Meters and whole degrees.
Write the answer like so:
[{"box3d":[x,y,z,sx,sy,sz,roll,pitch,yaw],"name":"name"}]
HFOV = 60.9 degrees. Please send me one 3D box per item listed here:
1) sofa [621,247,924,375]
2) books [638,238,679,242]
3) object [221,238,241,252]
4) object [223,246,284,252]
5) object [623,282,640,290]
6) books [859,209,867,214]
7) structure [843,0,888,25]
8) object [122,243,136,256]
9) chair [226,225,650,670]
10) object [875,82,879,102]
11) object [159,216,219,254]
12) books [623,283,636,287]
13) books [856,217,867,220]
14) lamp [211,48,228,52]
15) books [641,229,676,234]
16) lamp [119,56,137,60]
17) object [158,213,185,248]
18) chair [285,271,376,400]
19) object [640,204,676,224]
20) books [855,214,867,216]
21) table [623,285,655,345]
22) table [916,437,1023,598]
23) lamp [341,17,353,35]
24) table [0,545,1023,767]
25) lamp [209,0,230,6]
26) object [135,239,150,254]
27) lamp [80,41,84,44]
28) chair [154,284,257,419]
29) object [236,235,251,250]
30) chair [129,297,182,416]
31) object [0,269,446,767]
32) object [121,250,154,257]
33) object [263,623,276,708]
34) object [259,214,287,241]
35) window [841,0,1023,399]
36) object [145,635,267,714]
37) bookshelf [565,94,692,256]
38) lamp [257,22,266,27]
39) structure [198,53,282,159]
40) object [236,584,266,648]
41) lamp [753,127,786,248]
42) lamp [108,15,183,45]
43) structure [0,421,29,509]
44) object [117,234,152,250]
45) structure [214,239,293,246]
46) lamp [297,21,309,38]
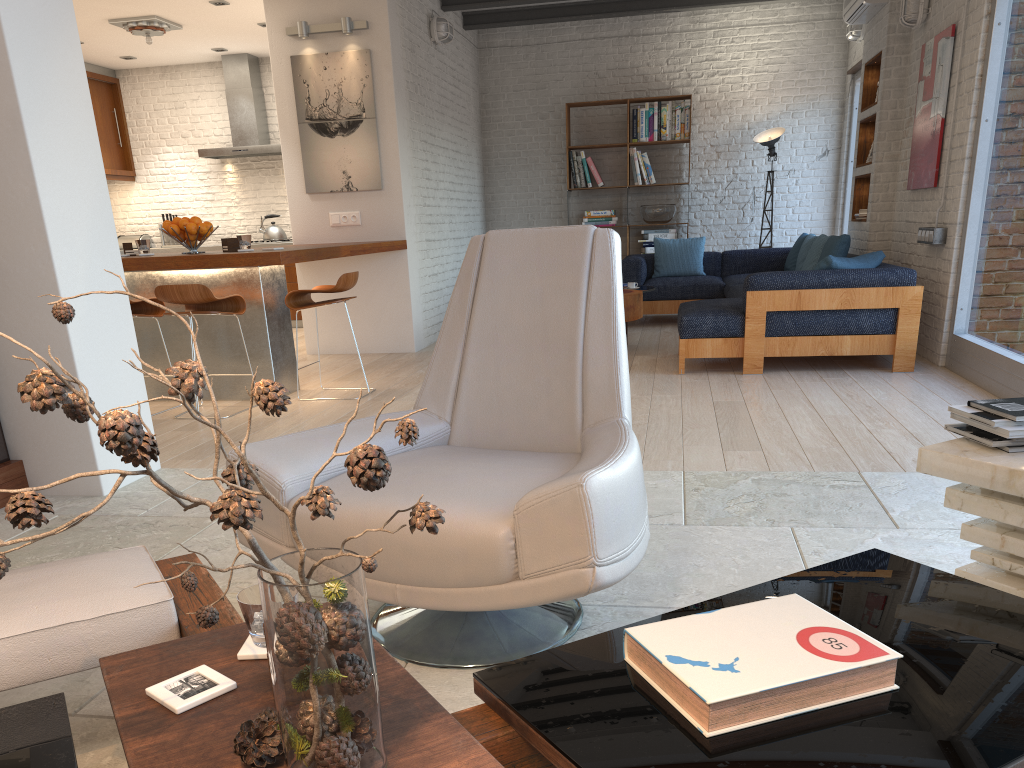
[{"box3d":[1.886,-0.745,7.486,2.079,0.694,3.766,0,11,11],"name":"sofa"},{"box3d":[1.641,-1.611,9.767,0.444,0.022,0.259,-1,11,10],"name":"books"},{"box3d":[-1.769,-0.880,5.512,0.092,0.086,0.111,-12,17,-33],"name":"object"},{"box3d":[-1.649,-0.850,5.458,0.395,0.036,0.189,0,11,14],"name":"object"},{"box3d":[1.058,-0.864,7.716,0.155,0.060,0.258,-2,11,3],"name":"object"},{"box3d":[3.042,-1.476,7.455,0.132,0.035,0.197,2,12,21],"name":"books"},{"box3d":[2.815,-3.070,6.956,0.200,0.230,0.777,0,12,11],"name":"structure"},{"box3d":[-2.433,-0.872,5.637,0.114,0.086,0.089,0,15,10],"name":"object"},{"box3d":[-0.070,0.127,2.319,1.020,1.067,0.931,5,17,26],"name":"chair"},{"box3d":[3.023,-2.408,7.100,0.112,0.255,0.206,4,17,18],"name":"object"},{"box3d":[-2.042,-0.947,5.542,0.362,0.233,0.350,-8,14,-23],"name":"object"},{"box3d":[1.010,-0.918,8.110,0.228,0.024,0.157,-9,12,-30],"name":"books"},{"box3d":[3.036,-1.425,7.480,0.162,0.018,0.241,1,11,21],"name":"books"},{"box3d":[-3.005,-3.450,8.950,0.124,0.058,0.118,0,12,10],"name":"lamp"},{"box3d":[1.643,-1.707,9.746,0.379,0.038,0.233,-1,11,10],"name":"books"},{"box3d":[-4.025,-3.437,9.135,0.124,0.058,0.118,0,12,10],"name":"lamp"},{"box3d":[-3.997,-1.800,10.223,0.321,0.394,0.063,0,19,10],"name":"object"},{"box3d":[-1.156,-0.316,5.631,0.422,0.813,0.383,1,18,10],"name":"chair"},{"box3d":[1.623,-1.887,9.700,0.392,0.212,0.393,-12,16,-37],"name":"object"},{"box3d":[3.040,-1.449,7.458,0.171,0.020,0.225,0,11,13],"name":"books"},{"box3d":[0.661,-0.598,7.627,1.075,0.469,1.748,1,12,16],"name":"table"},{"box3d":[1.263,0.394,1.960,0.487,0.529,0.478,-11,17,-28],"name":"table"},{"box3d":[-1.261,-2.734,6.656,0.078,0.109,0.077,10,21,37],"name":"lamp"},{"box3d":[0.057,0.630,1.192,1.943,0.451,2.133,-9,12,-28],"name":"table"},{"box3d":[-2.400,-3.144,7.145,0.124,0.058,0.118,0,12,10],"name":"lamp"},{"box3d":[-2.336,-0.870,5.527,0.091,0.089,0.086,-1,15,8],"name":"object"},{"box3d":[-4.179,-3.278,8.315,0.124,0.058,0.118,0,12,10],"name":"lamp"},{"box3d":[-1.847,-0.212,5.243,0.405,0.813,0.400,1,18,10],"name":"chair"},{"box3d":[-1.660,-0.881,5.416,0.090,0.089,0.087,4,16,25],"name":"object"},{"box3d":[-2.376,-0.206,5.339,0.405,0.813,0.400,1,18,10],"name":"chair"},{"box3d":[-0.362,0.190,0.953,0.538,0.637,0.302,-8,18,-17],"name":"object"},{"box3d":[-2.402,-0.839,5.587,0.287,0.036,0.196,-1,11,11],"name":"object"},{"box3d":[-0.310,0.404,1.282,0.093,0.086,0.110,-7,15,-17],"name":"object"},{"box3d":[-2.647,-1.740,9.683,0.260,0.289,0.252,7,18,31],"name":"object"},{"box3d":[2.633,-2.946,2.851,0.647,6.712,11.756,1,13,10],"name":"window"},{"box3d":[-0.417,0.424,1.334,0.269,0.036,0.239,-6,11,-17],"name":"object"},{"box3d":[1.296,-1.938,9.706,1.317,2.311,0.346,1,19,10],"name":"bookshelf"},{"box3d":[-2.245,-3.303,7.965,0.124,0.058,0.118,0,12,10],"name":"lamp"},{"box3d":[-2.910,-3.009,9.449,0.985,1.042,0.434,0,18,10],"name":"structure"},{"box3d":[-0.387,0.373,1.395,0.089,0.089,0.088,-11,17,-29],"name":"object"},{"box3d":[2.851,-1.719,9.158,0.503,1.937,0.829,-8,19,-17],"name":"lamp"},{"box3d":[-3.236,-3.113,7.747,0.450,0.179,0.429,0,12,10],"name":"lamp"},{"box3d":[-2.486,-1.692,3.681,10.152,4.350,13.210,0,12,11],"name":"structure"},{"box3d":[-4.488,-1.680,10.306,0.344,0.167,0.238,0,14,10],"name":"object"},{"box3d":[-2.866,-1.605,9.870,0.811,0.033,0.562,-1,11,10],"name":"structure"},{"box3d":[-1.611,-2.730,6.719,0.078,0.109,0.077,10,21,37],"name":"lamp"}]
